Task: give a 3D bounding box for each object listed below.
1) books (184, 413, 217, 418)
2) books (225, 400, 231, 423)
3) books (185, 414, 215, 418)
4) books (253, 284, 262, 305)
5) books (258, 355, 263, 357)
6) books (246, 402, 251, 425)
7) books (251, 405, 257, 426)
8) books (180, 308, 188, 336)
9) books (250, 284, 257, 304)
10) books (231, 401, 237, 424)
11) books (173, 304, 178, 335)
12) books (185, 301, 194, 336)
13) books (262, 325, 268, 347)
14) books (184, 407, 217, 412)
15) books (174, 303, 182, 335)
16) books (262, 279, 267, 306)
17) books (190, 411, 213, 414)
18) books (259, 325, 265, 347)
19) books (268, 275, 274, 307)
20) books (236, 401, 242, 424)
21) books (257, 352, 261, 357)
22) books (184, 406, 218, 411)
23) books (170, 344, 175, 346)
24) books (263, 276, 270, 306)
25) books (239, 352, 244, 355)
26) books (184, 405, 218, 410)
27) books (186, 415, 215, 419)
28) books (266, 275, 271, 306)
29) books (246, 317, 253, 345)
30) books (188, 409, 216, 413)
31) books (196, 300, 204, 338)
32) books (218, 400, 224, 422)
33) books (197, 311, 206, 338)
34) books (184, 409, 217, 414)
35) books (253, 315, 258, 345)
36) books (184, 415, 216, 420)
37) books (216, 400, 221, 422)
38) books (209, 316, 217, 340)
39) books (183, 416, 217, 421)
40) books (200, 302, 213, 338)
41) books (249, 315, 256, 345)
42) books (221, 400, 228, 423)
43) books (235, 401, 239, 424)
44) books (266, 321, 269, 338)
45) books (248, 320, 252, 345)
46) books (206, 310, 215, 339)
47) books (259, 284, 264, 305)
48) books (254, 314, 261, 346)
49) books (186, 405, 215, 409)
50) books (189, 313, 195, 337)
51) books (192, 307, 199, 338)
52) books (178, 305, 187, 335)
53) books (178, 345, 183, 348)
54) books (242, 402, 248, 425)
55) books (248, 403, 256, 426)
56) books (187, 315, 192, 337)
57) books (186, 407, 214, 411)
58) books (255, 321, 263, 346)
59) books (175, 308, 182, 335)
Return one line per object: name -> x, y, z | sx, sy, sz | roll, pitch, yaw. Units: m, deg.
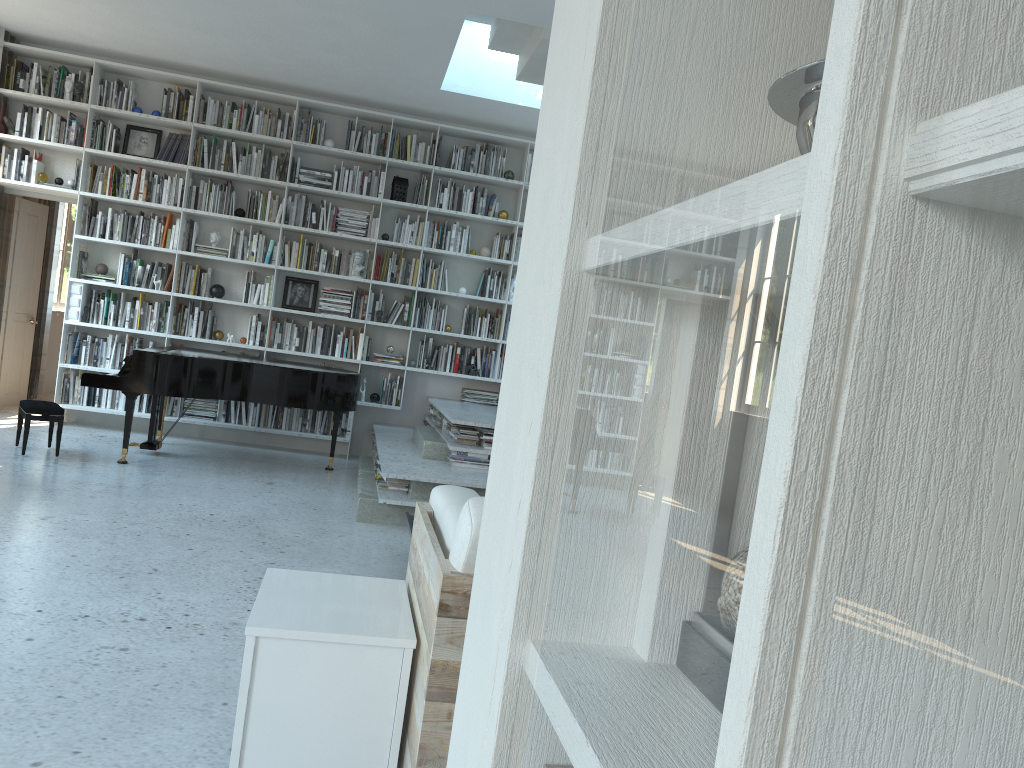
books -> -2.813, 0.276, 8.020 | 0.285, 0.007, 0.159 | 8, 2, -14
books -> -2.572, 0.227, 8.066 | 0.028, 0.238, 0.136 | 8, 3, -10
books -> -2.815, 0.283, 8.027 | 0.254, 0.007, 0.160 | 8, 2, -9
books -> -2.298, -0.809, 8.029 | 0.057, 0.188, 0.156 | 8, 2, -10
books -> -2.311, -0.116, 8.085 | 0.022, 0.290, 0.160 | 8, 3, -10
books -> -2.391, 0.241, 8.104 | 0.025, 0.259, 0.132 | 8, 3, -10
books -> -2.347, 0.287, 8.101 | 0.024, 0.180, 0.171 | 8, 2, -10
books -> -2.918, -0.554, 7.937 | 0.042, 0.248, 0.162 | 8, 3, -10
books -> -2.343, -0.813, 8.036 | 0.030, 0.183, 0.154 | 8, 2, -10
books -> -2.526, 0.226, 8.063 | 0.062, 0.253, 0.177 | 8, 3, -10
books -> -2.999, -0.580, 7.933 | 0.013, 0.276, 0.147 | 8, 3, -10
books -> -2.886, -0.583, 7.939 | 0.014, 0.313, 0.166 | 8, 3, -10
books -> -2.243, -0.439, 8.072 | 0.024, 0.201, 0.158 | 8, 2, -10
books -> -2.804, 0.229, 8.016 | 0.285, 0.007, 0.159 | 8, 2, -15
books -> -2.984, -0.581, 7.926 | 0.013, 0.283, 0.146 | 8, 3, -10
books -> -2.236, -0.829, 8.032 | 0.012, 0.244, 0.171 | 8, 3, -10
books -> -2.808, 0.249, 8.020 | 0.254, 0.007, 0.160 | 8, 2, -14
books -> -2.273, -0.440, 8.080 | 0.031, 0.195, 0.142 | 8, 3, -10
books -> -2.180, -0.840, 8.041 | 0.021, 0.282, 0.161 | 8, 3, -10
books -> -2.476, 0.222, 8.061 | 0.012, 0.275, 0.180 | 8, 3, -10
books -> -2.324, -0.133, 8.072 | 0.013, 0.320, 0.173 | 8, 3, -10
books -> -2.804, 0.215, 8.025 | 0.285, 0.007, 0.159 | 8, 2, -9
books -> -3.064, -0.217, 7.950 | 0.012, 0.285, 0.159 | 8, 3, -10
books -> -2.216, -0.839, 8.041 | 0.027, 0.269, 0.178 | 8, 3, -10
books -> -2.475, -0.142, 8.067 | 0.025, 0.294, 0.134 | 8, 3, -10
books -> -2.804, 0.208, 8.027 | 0.285, 0.007, 0.159 | 8, 2, -10
books -> -2.817, 0.289, 8.030 | 0.254, 0.007, 0.160 | 8, 2, -10
books -> -2.195, -0.840, 8.035 | 0.011, 0.279, 0.187 | 8, 3, -10
books -> -2.380, -0.484, 8.047 | 0.012, 0.254, 0.160 | 8, 3, -10
books -> -2.807, 0.235, 8.025 | 0.254, 0.007, 0.160 | 8, 2, -9
books -> -2.805, -0.585, 7.976 | 0.013, 0.339, 0.137 | 8, 3, -10
books -> -2.628, 0.205, 8.055 | 0.031, 0.266, 0.144 | 8, 3, -10
books -> -2.790, -0.534, 7.974 | 0.029, 0.241, 0.135 | 8, 3, -10
books -> -2.807, 0.242, 8.019 | 0.285, 0.007, 0.159 | 8, 2, -14
books -> -2.327, -0.489, 8.060 | 0.010, 0.277, 0.155 | 8, 3, -10
books -> -2.816, 0.297, 8.022 | 0.254, 0.007, 0.160 | 8, 2, -6
books -> -2.647, 0.209, 8.037 | 0.012, 0.254, 0.160 | 8, 3, -10
books -> -2.692, -0.506, 7.991 | 0.023, 0.212, 0.160 | 8, 2, -10
books -> -2.819, 0.303, 8.031 | 0.285, 0.007, 0.159 | 8, 2, -10
books -> -2.743, -0.571, 7.964 | 0.050, 0.328, 0.166 | 8, 3, -10
books -> -2.343, -0.487, 8.043 | 0.027, 0.269, 0.158 | 8, 3, -10
books -> -2.600, 0.242, 8.050 | 0.029, 0.202, 0.178 | 8, 2, -10
books -> -2.492, 0.242, 8.067 | 0.011, 0.232, 0.174 | 8, 2, -10
books -> -2.224, -0.458, 8.101 | 0.019, 0.242, 0.107 | 8, 3, -10
books -> -2.370, -0.469, 8.058 | 0.015, 0.225, 0.148 | 8, 3, -10
books -> -2.710, -0.532, 7.970 | 0.027, 0.261, 0.163 | 8, 3, -10
books -> -2.259, -0.804, 8.041 | 0.024, 0.188, 0.172 | 8, 2, -10
books -> -2.314, -0.494, 8.058 | 0.014, 0.291, 0.131 | 8, 3, -10
books -> -2.805, 0.201, 8.025 | 0.254, 0.006, 0.160 | 8, 2, -10
books -> -2.853, -0.529, 7.949 | 0.021, 0.215, 0.171 | 8, 2, -10
books -> -2.825, -0.552, 7.949 | 0.027, 0.269, 0.185 | 8, 3, -10
books -> -2.941, -0.569, 7.923 | 0.012, 0.272, 0.181 | 8, 3, -10
books -> -2.994, -0.209, 7.959 | 0.013, 0.288, 0.160 | 8, 3, -10
books -> -2.436, 0.227, 8.082 | 0.073, 0.276, 0.181 | 8, 3, -10
books -> -2.362, 0.245, 8.078 | 0.024, 0.260, 0.189 | 8, 3, -10
books -> -2.877, -0.522, 7.950 | 0.024, 0.196, 0.156 | 8, 2, -10
books -> -2.805, 0.222, 8.025 | 0.254, 0.007, 0.160 | 8, 2, -9
books -> -2.297, -0.456, 8.055 | 0.029, 0.221, 0.153 | 8, 3, -10
books -> -2.966, -0.556, 7.928 | 0.030, 0.239, 0.157 | 8, 3, -10
